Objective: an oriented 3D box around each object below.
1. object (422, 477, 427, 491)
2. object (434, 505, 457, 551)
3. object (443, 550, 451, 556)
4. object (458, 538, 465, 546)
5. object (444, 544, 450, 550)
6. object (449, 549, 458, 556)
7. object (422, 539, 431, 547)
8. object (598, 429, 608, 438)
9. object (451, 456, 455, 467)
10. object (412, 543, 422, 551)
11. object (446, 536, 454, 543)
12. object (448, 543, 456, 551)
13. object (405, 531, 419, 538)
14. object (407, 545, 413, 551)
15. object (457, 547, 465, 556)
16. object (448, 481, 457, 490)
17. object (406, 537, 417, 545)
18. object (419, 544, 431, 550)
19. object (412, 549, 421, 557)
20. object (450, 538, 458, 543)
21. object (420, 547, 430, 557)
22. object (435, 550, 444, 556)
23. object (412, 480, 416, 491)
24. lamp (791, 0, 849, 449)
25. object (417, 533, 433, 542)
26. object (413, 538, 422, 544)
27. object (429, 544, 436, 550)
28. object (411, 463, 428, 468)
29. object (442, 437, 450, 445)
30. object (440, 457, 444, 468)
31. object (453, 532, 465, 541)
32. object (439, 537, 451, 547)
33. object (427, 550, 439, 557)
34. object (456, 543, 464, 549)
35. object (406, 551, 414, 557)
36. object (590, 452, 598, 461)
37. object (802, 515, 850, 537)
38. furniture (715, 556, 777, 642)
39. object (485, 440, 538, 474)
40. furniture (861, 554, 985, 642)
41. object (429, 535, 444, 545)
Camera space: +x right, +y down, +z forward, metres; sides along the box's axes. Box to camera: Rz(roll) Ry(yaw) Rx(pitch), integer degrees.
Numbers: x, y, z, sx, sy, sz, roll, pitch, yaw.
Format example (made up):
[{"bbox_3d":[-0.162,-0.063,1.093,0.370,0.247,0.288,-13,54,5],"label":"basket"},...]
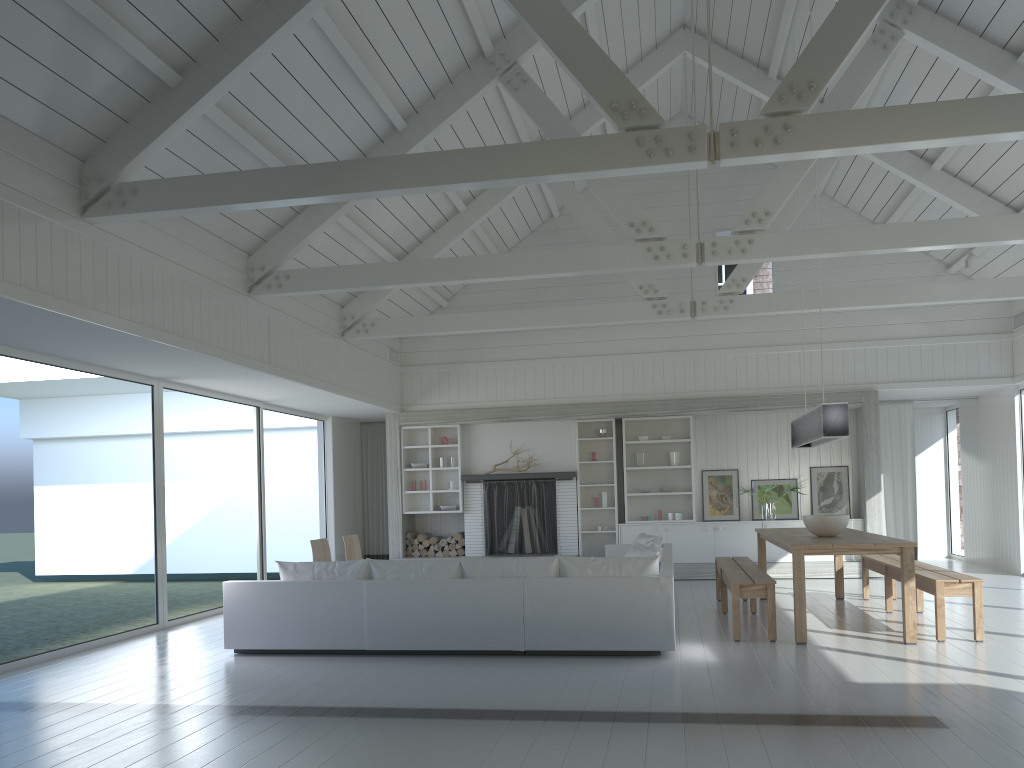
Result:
[{"bbox_3d":[-1.252,1.430,12.614,0.054,0.196,0.054,-2,-1,11],"label":"object"},{"bbox_3d":[-0.962,2.073,12.717,0.341,0.641,0.615,-1,-4,-5],"label":"object"},{"bbox_3d":[-0.891,2.437,12.745,0.108,0.106,0.517,-2,-7,8],"label":"object"},{"bbox_3d":[-0.673,2.270,12.699,0.109,0.109,0.497,-2,-7,8],"label":"object"},{"bbox_3d":[-0.896,2.344,12.725,0.080,0.079,0.480,-2,-7,8],"label":"object"},{"bbox_3d":[-0.789,2.428,12.735,0.134,0.146,0.550,-2,-7,10],"label":"object"},{"bbox_3d":[-1.193,2.301,12.793,0.109,0.109,0.497,-2,-7,8],"label":"object"},{"bbox_3d":[1.264,0.692,12.241,0.162,0.124,0.161,-6,-7,42],"label":"object"},{"bbox_3d":[-0.837,1.090,12.543,0.054,0.196,0.054,-2,-1,11],"label":"object"},{"bbox_3d":[-1.344,2.364,12.819,0.109,0.109,0.497,-2,-7,8],"label":"object"},{"bbox_3d":[-0.865,2.236,12.721,0.086,0.091,0.481,-2,-7,9],"label":"object"},{"bbox_3d":[-0.809,2.337,12.723,0.109,0.109,0.497,-2,-7,8],"label":"object"},{"bbox_3d":[-1.450,2.193,12.827,0.080,0.079,0.480,-2,-7,8],"label":"object"},{"bbox_3d":[-1.430,2.371,12.821,0.080,0.079,0.480,-2,-7,8],"label":"object"},{"bbox_3d":[-0.690,2.406,12.702,0.110,0.110,0.497,-2,-7,8],"label":"object"},{"bbox_3d":[-0.854,1.443,12.539,0.137,0.130,0.138,-1,-4,-2],"label":"object"},{"bbox_3d":[-1.429,2.283,12.835,0.109,0.109,0.497,-2,-7,8],"label":"object"},{"bbox_3d":[-1.254,2.350,12.796,0.080,0.079,0.480,-2,-7,8],"label":"object"},{"bbox_3d":[-1.323,2.455,12.831,0.134,0.146,0.550,-2,-7,10],"label":"object"},{"bbox_3d":[-0.802,2.244,12.710,0.080,0.079,0.480,-2,-7,8],"label":"object"},{"bbox_3d":[-1.225,2.433,12.798,0.110,0.110,0.497,-2,-7,8],"label":"object"},{"bbox_3d":[-0.984,2.456,12.770,0.134,0.146,0.550,-2,-7,10],"label":"object"},{"bbox_3d":[-1.402,1.438,12.641,0.054,0.196,0.054,-2,-1,11],"label":"object"},{"bbox_3d":[2.725,-1.569,8.082,0.200,4.233,1.911,-2,-2,10],"label":"lamp"},{"bbox_3d":[-1.264,2.226,12.807,0.110,0.110,0.497,-2,-7,8],"label":"object"},{"bbox_3d":[-1.337,2.271,12.806,0.080,0.079,0.480,-2,-7,8],"label":"object"},{"bbox_3d":[-1.106,2.354,12.763,0.080,0.079,0.480,-2,-7,8],"label":"object"},{"bbox_3d":[-1.325,1.178,12.646,0.242,0.072,0.244,-1,-7,-5],"label":"object"},{"bbox_3d":[-0.948,0.810,12.556,0.059,0.126,0.232,0,-6,-35],"label":"object"},{"bbox_3d":[-1.000,1.098,12.572,0.054,0.196,0.054,-2,-1,11],"label":"object"},{"bbox_3d":[-0.737,2.193,12.712,0.110,0.110,0.497,-2,-7,8],"label":"object"},{"bbox_3d":[-0.940,2.280,12.747,0.109,0.109,0.497,-2,-7,8],"label":"object"},{"bbox_3d":[-1.112,2.428,12.785,0.105,0.114,0.519,-2,-7,9],"label":"object"},{"bbox_3d":[-0.719,2.323,12.700,0.080,0.079,0.480,-2,-7,8],"label":"object"},{"bbox_3d":[-1.425,2.464,12.841,0.108,0.106,0.517,-2,-7,8],"label":"object"},{"bbox_3d":[1.140,1.018,12.287,0.137,0.130,0.137,2,-5,-37],"label":"object"},{"bbox_3d":[2.735,1.236,7.672,0.389,0.185,0.392,-2,-6,1],"label":"object"},{"bbox_3d":[2.133,1.941,8.199,0.340,0.469,2.694,-2,-7,10],"label":"furniture"},{"bbox_3d":[0.059,1.008,12.241,0.782,0.501,0.459,0,-4,-20],"label":"object"},{"bbox_3d":[3.607,1.867,7.934,0.340,0.469,2.694,-2,-7,10],"label":"furniture"},{"bbox_3d":[-1.092,2.261,12.775,0.109,0.109,0.497,-2,-7,8],"label":"object"}]
